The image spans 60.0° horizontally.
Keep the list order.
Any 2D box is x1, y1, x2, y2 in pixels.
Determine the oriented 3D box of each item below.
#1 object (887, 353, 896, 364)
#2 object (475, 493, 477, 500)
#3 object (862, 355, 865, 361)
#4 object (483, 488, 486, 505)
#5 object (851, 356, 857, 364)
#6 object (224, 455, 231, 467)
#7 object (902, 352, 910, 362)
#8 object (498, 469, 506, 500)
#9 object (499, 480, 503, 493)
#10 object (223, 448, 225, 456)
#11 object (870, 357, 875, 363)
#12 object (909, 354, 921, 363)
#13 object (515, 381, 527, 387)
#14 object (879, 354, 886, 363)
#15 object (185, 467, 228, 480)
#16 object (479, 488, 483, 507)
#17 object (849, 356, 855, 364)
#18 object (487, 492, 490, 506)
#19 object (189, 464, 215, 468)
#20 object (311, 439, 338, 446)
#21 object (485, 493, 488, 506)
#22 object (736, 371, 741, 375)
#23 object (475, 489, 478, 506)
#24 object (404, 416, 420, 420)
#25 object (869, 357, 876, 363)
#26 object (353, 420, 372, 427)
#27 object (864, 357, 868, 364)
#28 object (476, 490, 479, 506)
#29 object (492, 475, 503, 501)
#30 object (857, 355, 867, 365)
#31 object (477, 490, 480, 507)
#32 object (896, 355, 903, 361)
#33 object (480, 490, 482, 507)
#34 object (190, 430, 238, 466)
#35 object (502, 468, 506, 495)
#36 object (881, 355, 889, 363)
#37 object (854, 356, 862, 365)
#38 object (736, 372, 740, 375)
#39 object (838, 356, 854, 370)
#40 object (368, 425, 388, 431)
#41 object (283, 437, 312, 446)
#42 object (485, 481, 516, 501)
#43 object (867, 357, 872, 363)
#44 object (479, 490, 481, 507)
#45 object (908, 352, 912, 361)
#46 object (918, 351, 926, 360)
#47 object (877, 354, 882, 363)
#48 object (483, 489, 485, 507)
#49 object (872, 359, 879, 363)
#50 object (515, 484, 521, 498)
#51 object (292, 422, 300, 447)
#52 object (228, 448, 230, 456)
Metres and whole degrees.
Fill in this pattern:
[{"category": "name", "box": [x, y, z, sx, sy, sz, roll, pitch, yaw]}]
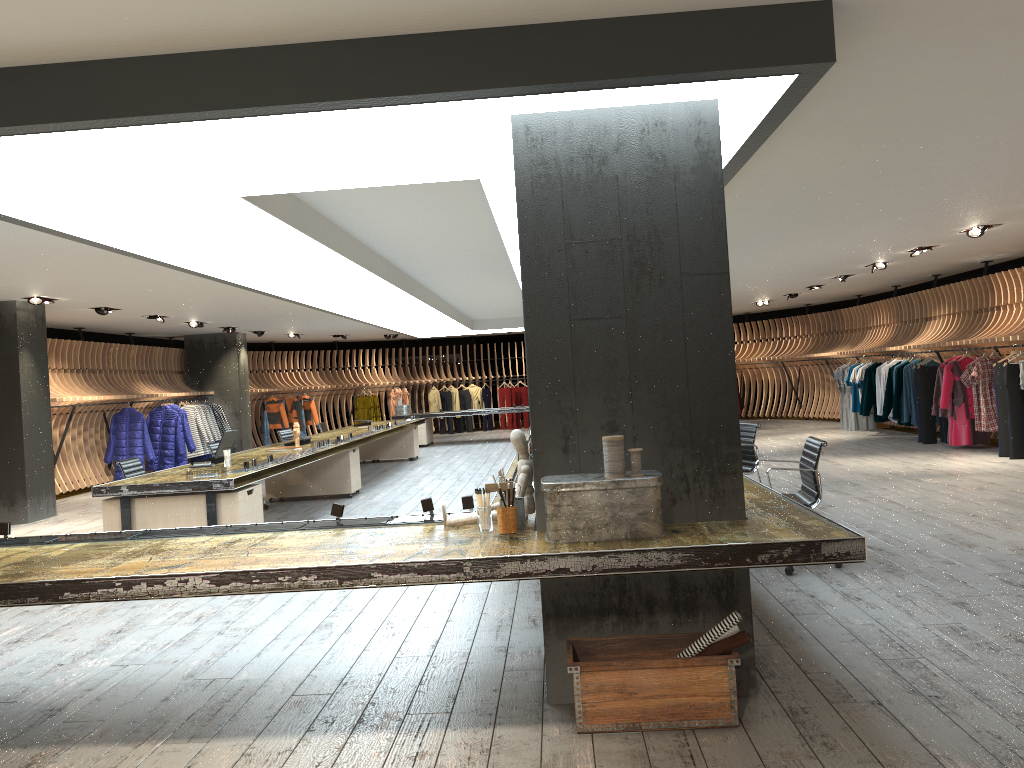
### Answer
[{"category": "object", "box": [6.669, -0.406, 15.481, 0.525, 0.270, 0.012, -4, -1, 8]}, {"category": "object", "box": [-0.145, 0.543, 3.868, 0.030, 0.170, 0.007, -3, -1, -38]}, {"category": "object", "box": [6.745, -0.411, 16.966, 0.525, 0.270, 0.012, -4, -1, 28]}, {"category": "object", "box": [-0.117, 0.541, 3.889, 0.007, 0.170, 0.030, -3, -1, -21]}, {"category": "object", "box": [6.751, -0.415, 17.446, 0.525, 0.270, 0.012, -4, -1, 18]}, {"category": "object", "box": [-2.680, 0.729, 8.356, 0.061, 0.111, 0.061, -4, -1, 36]}, {"category": "object", "box": [6.639, -0.397, 14.914, 0.525, 0.270, 0.012, -4, -1, 8]}, {"category": "object", "box": [-0.028, 0.502, 3.891, 0.062, 0.264, 0.012, -3, -1, -45]}, {"category": "object", "box": [-0.029, 0.524, 3.901, 0.009, 0.222, 0.082, -4, -1, 32]}, {"category": "object", "box": [-2.701, 0.686, 8.342, 0.007, 0.170, 0.030, -4, -1, 13]}, {"category": "object", "box": [6.708, -0.410, 16.421, 0.525, 0.270, 0.012, -4, -1, -12]}, {"category": "object", "box": [6.638, -0.396, 14.599, 0.525, 0.270, 0.012, -4, -1, 3]}, {"category": "object", "box": [0.234, -0.036, 25.331, 0.525, 0.270, 0.012, -4, -1, 43]}, {"category": "object", "box": [6.705, -0.403, 15.981, 0.525, 0.270, 0.012, -4, -1, 3]}, {"category": "object", "box": [-2.524, 0.744, 7.334, 0.302, 0.074, 0.217, -4, 0, -3]}, {"category": "object", "box": [-0.127, 0.541, 3.890, 0.030, 0.170, 0.007, -4, -1, 43]}, {"category": "object", "box": [6.751, -0.415, 17.583, 0.525, 0.270, 0.012, -4, -1, -7]}, {"category": "object", "box": [-0.106, 0.540, 3.857, 0.030, 0.170, 0.007, -4, -1, -4]}, {"category": "object", "box": [-2.984, 0.788, 8.544, 0.213, 0.019, 0.219, -4, 0, -12]}, {"category": "object", "box": [-2.263, 0.714, 10.698, 0.302, 0.074, 0.217, -4, 0, -3]}, {"category": "object", "box": [-0.113, 0.541, 3.850, 0.030, 0.170, 0.007, -4, -1, 23]}, {"category": "object", "box": [5.592, -0.360, 22.550, 0.525, 0.270, 0.012, -4, -1, -22]}, {"category": "object", "box": [-0.144, 0.543, 3.864, 0.007, 0.170, 0.030, -4, -1, 40]}, {"category": "object", "box": [-1.951, 0.668, 17.289, 0.302, 0.074, 0.217, -4, 0, -3]}, {"category": "object", "box": [6.728, -0.401, 16.534, 0.524, 0.285, 0.013, -4, -1, -2]}, {"category": "object", "box": [-2.663, 0.693, 15.797, 0.261, 0.111, 0.373, -4, 0, 3]}, {"category": "object", "box": [6.723, -0.409, 16.726, 0.525, 0.270, 0.012, -4, -1, 8]}, {"category": "object", "box": [-0.143, 0.543, 3.859, 0.007, 0.170, 0.030, -4, -1, 26]}, {"category": "object", "box": [-0.041, 0.515, 3.907, 0.084, 0.240, 0.009, -3, -1, -20]}, {"category": "object", "box": [6.701, -0.401, 16.834, 0.523, 0.289, 0.015, -4, -1, 13]}, {"category": "object", "box": [-0.140, 0.542, 3.855, 0.007, 0.170, 0.030, -4, -1, 13]}, {"category": "object", "box": [6.658, -0.405, 15.247, 0.525, 0.270, 0.012, -4, -1, 3]}, {"category": "object", "box": [-0.132, 0.542, 3.849, 0.007, 0.170, 0.030, -3, -1, -13]}, {"category": "object", "box": [-2.990, 0.638, 8.904, 0.365, 0.316, 0.373, -4, 0, 3]}, {"category": "object", "box": [-0.024, 0.499, 3.891, 0.008, 0.267, 0.060, -4, -1, 19]}, {"category": "object", "box": [6.684, -0.401, 15.854, 0.525, 0.270, 0.012, -4, -1, 8]}, {"category": "object", "box": [6.763, -0.415, 17.272, 0.525, 0.270, 0.012, -4, -1, -12]}, {"category": "object", "box": [5.539, -0.357, 22.635, 0.525, 0.270, 0.012, -4, -1, 3]}, {"category": "object", "box": [6.765, -0.417, 17.727, 0.525, 0.270, 0.012, -4, -1, 18]}, {"category": "object", "box": [-2.107, 0.690, 13.914, 0.302, 0.071, 0.209, -4, 0, -3]}, {"category": "object", "box": [-2.713, 0.726, 11.227, 0.262, 0.088, 0.373, -4, 0, 3]}, {"category": "object", "box": [-0.048, 0.531, 3.853, 0.138, 0.209, 0.034, -3, -1, -17]}, {"category": "object", "box": [6.743, -0.404, 16.638, 0.523, 0.291, 0.013, -4, -1, -2]}, {"category": "object", "box": [-0.136, 0.542, 3.851, 0.007, 0.170, 0.030, -4, -1, -1]}, {"category": "object", "box": [6.625, -0.397, 14.711, 0.525, 0.270, 0.012, -4, -1, 3]}, {"category": "object", "box": [6.606, -0.394, 14.276, 0.525, 0.270, 0.012, -4, -1, 13]}, {"category": "object", "box": [6.696, -0.402, 16.063, 0.525, 0.270, 0.012, -4, -1, 3]}, {"category": "object", "box": [-0.122, 0.541, 3.847, 0.007, 0.170, 0.030, -3, -1, -40]}, {"category": "object", "box": [6.685, -0.397, 16.249, 0.524, 0.284, 0.014, -4, -1, 13]}, {"category": "object", "box": [0.010, 0.530, 3.893, 0.081, 0.198, 0.050, -4, -1, 28]}, {"category": "object", "box": [-2.599, 0.615, 10.685, 0.097, 0.301, 0.320, -3, 0, -13]}, {"category": "object", "box": [-2.666, 0.684, 8.344, 0.030, 0.170, 0.007, -4, -1, -4]}]
